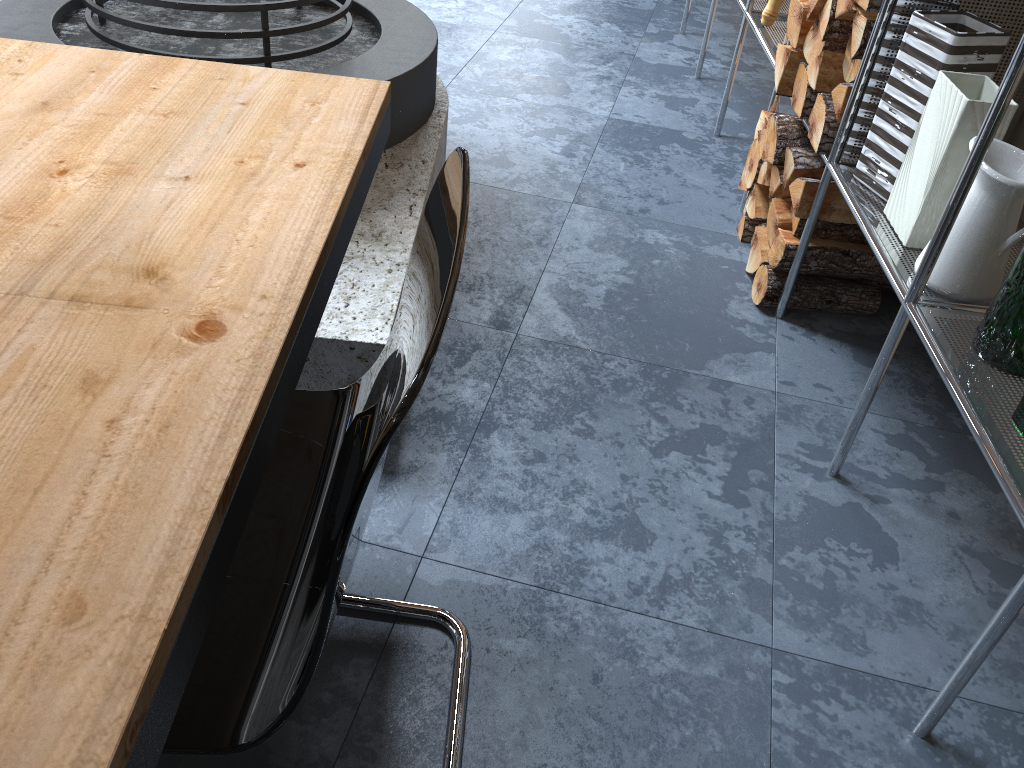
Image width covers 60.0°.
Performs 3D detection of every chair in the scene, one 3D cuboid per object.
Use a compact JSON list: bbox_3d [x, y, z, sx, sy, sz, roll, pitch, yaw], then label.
[{"bbox_3d":[-0.329,0.174,0.997,0.599,0.824,0.527,6,39,-2],"label":"chair"}]

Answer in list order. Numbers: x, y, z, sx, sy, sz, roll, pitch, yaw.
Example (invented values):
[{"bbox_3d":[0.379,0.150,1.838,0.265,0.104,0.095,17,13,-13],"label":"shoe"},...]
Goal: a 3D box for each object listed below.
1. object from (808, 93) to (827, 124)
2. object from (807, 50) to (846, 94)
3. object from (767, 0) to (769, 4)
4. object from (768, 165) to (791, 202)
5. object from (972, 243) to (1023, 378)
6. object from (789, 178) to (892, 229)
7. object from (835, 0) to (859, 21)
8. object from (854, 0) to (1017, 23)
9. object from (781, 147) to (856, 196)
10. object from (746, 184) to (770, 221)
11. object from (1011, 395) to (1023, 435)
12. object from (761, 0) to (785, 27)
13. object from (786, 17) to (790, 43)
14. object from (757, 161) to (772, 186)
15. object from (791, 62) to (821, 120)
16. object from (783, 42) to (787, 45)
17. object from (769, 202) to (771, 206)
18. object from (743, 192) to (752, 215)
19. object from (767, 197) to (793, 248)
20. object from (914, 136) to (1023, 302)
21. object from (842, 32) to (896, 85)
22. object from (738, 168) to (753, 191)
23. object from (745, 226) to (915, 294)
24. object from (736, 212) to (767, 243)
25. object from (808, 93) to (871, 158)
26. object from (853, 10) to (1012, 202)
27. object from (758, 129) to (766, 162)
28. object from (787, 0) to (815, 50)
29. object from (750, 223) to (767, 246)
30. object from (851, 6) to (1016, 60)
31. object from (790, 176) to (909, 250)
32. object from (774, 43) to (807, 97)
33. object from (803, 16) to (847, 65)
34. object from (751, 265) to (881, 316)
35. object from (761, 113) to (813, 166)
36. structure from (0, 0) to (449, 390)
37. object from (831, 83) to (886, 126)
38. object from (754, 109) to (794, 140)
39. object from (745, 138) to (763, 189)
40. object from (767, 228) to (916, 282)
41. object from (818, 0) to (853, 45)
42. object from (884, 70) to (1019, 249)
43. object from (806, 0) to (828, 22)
[{"bbox_3d":[0.864,-0.624,2.085,0.303,0.095,0.087,6,39,-2],"label":"object"},{"bbox_3d":[0.861,-0.720,2.059,0.330,0.097,0.104,4,39,-4],"label":"object"},{"bbox_3d":[0.889,-1.367,2.907,0.119,0.220,0.212,28,43,24],"label":"object"},{"bbox_3d":[0.832,-0.503,2.288,0.330,0.098,0.107,3,39,-5],"label":"object"},{"bbox_3d":[0.817,-0.160,1.338,0.125,0.295,0.130,22,41,17],"label":"object"},{"bbox_3d":[0.830,-0.438,2.103,0.331,0.105,0.105,4,39,-4],"label":"object"},{"bbox_3d":[0.882,-0.809,1.917,0.329,0.107,0.128,6,39,-1],"label":"object"},{"bbox_3d":[0.869,-0.819,1.815,0.299,0.114,0.135,5,39,-3],"label":"object"},{"bbox_3d":[0.831,-0.520,2.202,0.309,0.131,0.100,3,39,-5],"label":"object"},{"bbox_3d":[0.826,-0.485,2.449,0.330,0.097,0.104,4,39,-4],"label":"object"},{"bbox_3d":[0.799,-0.018,1.220,0.161,0.219,0.157,-25,49,-34],"label":"object"},{"bbox_3d":[0.907,-1.198,2.585,0.170,0.362,0.376,-18,45,-28],"label":"object"},{"bbox_3d":[0.878,-0.924,2.284,0.321,0.109,0.110,6,39,-1],"label":"object"},{"bbox_3d":[0.834,-0.544,2.359,0.331,0.110,0.101,7,39,0],"label":"object"},{"bbox_3d":[0.847,-0.706,2.162,0.299,0.114,0.135,5,39,-3],"label":"object"},{"bbox_3d":[0.880,-1.064,2.419,0.198,0.358,0.116,1,39,-8],"label":"object"},{"bbox_3d":[0.840,-0.459,2.358,0.288,0.118,0.147,3,39,-5],"label":"object"},{"bbox_3d":[0.838,-0.502,2.598,0.287,0.112,0.126,6,39,-2],"label":"object"},{"bbox_3d":[0.821,-0.408,2.266,0.329,0.135,0.095,4,39,-5],"label":"object"},{"bbox_3d":[0.818,-0.273,1.516,0.171,0.245,0.146,26,42,21],"label":"object"},{"bbox_3d":[0.892,-0.714,1.947,0.286,0.143,0.143,6,39,-2],"label":"object"},{"bbox_3d":[0.821,-0.571,2.571,0.303,0.088,0.096,5,39,-3],"label":"object"},{"bbox_3d":[0.847,-0.303,2.341,0.428,0.131,0.154,6,39,-1],"label":"object"},{"bbox_3d":[0.805,-0.441,2.535,0.303,0.095,0.087,6,39,-2],"label":"object"},{"bbox_3d":[0.833,-0.580,2.008,0.287,0.112,0.126,6,39,-2],"label":"object"},{"bbox_3d":[0.833,-0.553,1.785,0.140,0.347,0.139,-7,41,-17],"label":"object"},{"bbox_3d":[0.836,-0.644,2.391,0.329,0.107,0.128,6,39,-1],"label":"object"},{"bbox_3d":[0.873,-0.887,2.185,0.374,0.130,0.115,3,39,-5],"label":"object"},{"bbox_3d":[0.824,-0.381,2.441,0.299,0.114,0.135,5,39,-3],"label":"object"},{"bbox_3d":[0.875,-0.732,1.866,0.309,0.120,0.111,5,39,-2],"label":"object"},{"bbox_3d":[0.840,-0.417,2.165,0.288,0.135,0.109,8,39,1],"label":"object"},{"bbox_3d":[0.859,-0.788,2.257,0.362,0.131,0.154,6,39,-1],"label":"object"},{"bbox_3d":[0.854,-0.805,2.103,0.288,0.118,0.147,3,39,-5],"label":"object"},{"bbox_3d":[0.779,-0.239,2.266,0.312,0.110,0.103,4,39,-5],"label":"object"},{"bbox_3d":[0.817,-0.605,2.271,0.321,0.127,0.164,5,39,-2],"label":"object"},{"bbox_3d":[-0.520,-2.671,0.595,1.197,5.694,1.691,6,39,-2],"label":"structure"},{"bbox_3d":[0.864,-0.617,1.950,0.303,0.088,0.096,5,39,-3],"label":"object"},{"bbox_3d":[0.838,-0.677,2.477,0.309,0.120,0.111,5,39,-2],"label":"object"},{"bbox_3d":[0.809,-0.598,2.475,0.286,0.143,0.143,6,39,-2],"label":"object"},{"bbox_3d":[0.813,-0.311,2.199,0.321,0.109,0.110,6,39,-1],"label":"object"},{"bbox_3d":[0.873,-0.819,2.021,0.331,0.110,0.101,7,39,0],"label":"object"},{"bbox_3d":[0.808,-0.412,1.653,0.092,0.287,0.149,6,39,-2],"label":"object"},{"bbox_3d":[0.862,-0.882,2.076,0.330,0.098,0.107,3,39,-5],"label":"object"}]
